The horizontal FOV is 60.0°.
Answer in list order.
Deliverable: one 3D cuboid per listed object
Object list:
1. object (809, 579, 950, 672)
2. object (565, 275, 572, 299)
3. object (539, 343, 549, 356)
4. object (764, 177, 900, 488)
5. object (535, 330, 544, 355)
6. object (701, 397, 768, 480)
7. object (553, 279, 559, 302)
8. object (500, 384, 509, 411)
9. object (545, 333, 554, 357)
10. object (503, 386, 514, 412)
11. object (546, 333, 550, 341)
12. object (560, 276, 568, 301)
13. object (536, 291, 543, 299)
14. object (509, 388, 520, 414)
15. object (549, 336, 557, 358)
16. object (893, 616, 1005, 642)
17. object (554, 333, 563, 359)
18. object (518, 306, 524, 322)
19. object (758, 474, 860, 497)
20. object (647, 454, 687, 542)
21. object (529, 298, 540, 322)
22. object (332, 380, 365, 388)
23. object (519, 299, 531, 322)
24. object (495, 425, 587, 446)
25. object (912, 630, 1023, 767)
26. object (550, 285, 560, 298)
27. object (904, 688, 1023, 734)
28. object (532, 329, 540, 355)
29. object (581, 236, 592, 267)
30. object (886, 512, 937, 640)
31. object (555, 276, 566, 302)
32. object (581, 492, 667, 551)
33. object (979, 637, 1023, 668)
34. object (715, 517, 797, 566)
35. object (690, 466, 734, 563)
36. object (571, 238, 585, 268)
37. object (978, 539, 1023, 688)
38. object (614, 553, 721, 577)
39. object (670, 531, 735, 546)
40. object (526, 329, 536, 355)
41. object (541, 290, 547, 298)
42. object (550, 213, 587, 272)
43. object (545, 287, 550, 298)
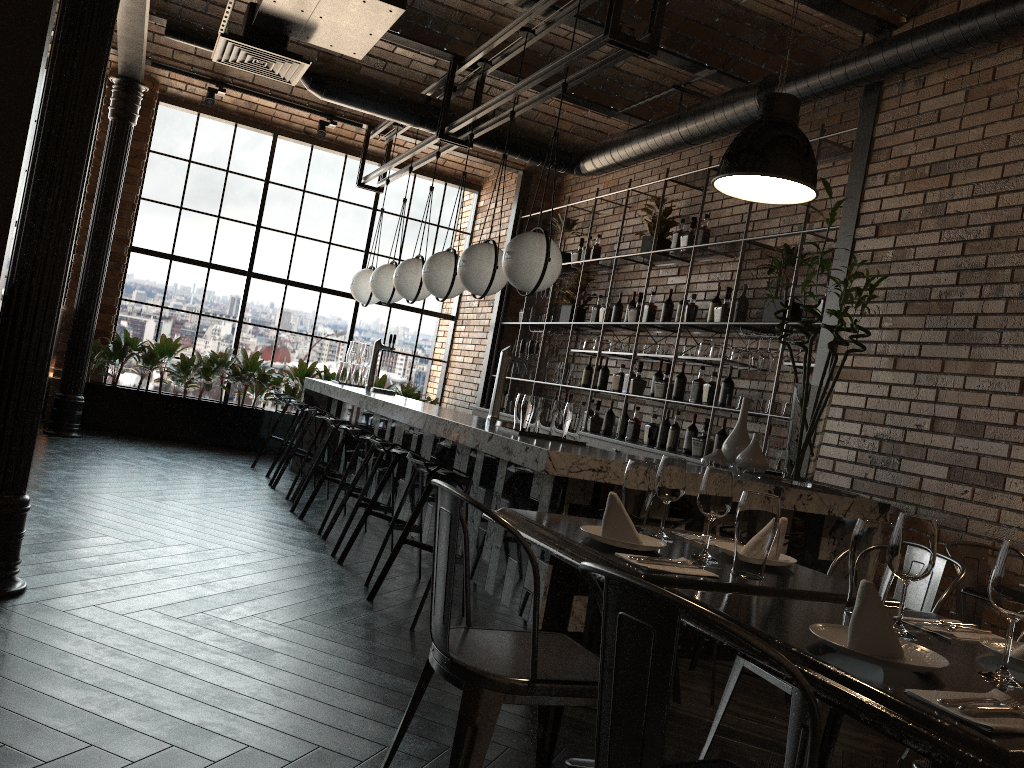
[{"bbox_3d":[0.657,0.419,1.574,0.232,0.139,0.232,11,-1,-30],"label":"object"},{"bbox_3d":[0.571,-0.936,8.689,0.092,0.244,0.092,11,-1,-18],"label":"object"},{"bbox_3d":[0.319,-0.401,8.615,0.092,0.244,0.092,11,-1,-18],"label":"object"},{"bbox_3d":[1.592,-0.241,4.579,0.673,1.546,0.584,10,-1,15],"label":"object"},{"bbox_3d":[0.278,-0.408,8.710,0.092,0.244,0.092,11,-1,-18],"label":"object"},{"bbox_3d":[1.152,0.264,4.442,0.319,0.397,0.316,10,-1,25],"label":"object"},{"bbox_3d":[0.446,-0.956,8.975,0.092,0.244,0.092,11,-1,-18],"label":"object"},{"bbox_3d":[-0.074,0.145,9.501,0.086,0.299,0.086,10,-1,25],"label":"object"},{"bbox_3d":[0.386,-0.386,8.867,0.092,0.244,0.092,11,-1,-18],"label":"object"},{"bbox_3d":[-0.026,0.151,9.313,0.086,0.297,0.086,10,-1,10],"label":"object"},{"bbox_3d":[0.342,-0.393,8.968,0.092,0.244,0.092,11,-1,-18],"label":"object"},{"bbox_3d":[0.530,-0.943,8.783,0.092,0.244,0.092,11,-1,-18],"label":"object"},{"bbox_3d":[0.298,-0.984,8.908,0.092,0.244,0.092,11,-1,-18],"label":"object"},{"bbox_3d":[0.045,0.173,9.174,0.123,0.279,0.123,11,-1,-10],"label":"object"},{"bbox_3d":[0.426,-0.380,8.777,0.092,0.244,0.092,11,-1,-18],"label":"object"},{"bbox_3d":[0.959,0.534,1.952,0.255,0.019,0.157,11,-1,-23],"label":"object"},{"bbox_3d":[0.467,-0.373,8.682,0.092,0.244,0.092,11,-1,-18],"label":"object"},{"bbox_3d":[0.131,-0.768,9.490,0.086,0.298,0.086,10,-1,25],"label":"object"},{"bbox_3d":[1.473,0.518,4.593,0.622,0.014,0.622,10,-1,39],"label":"object"},{"bbox_3d":[0.459,0.335,2.616,0.092,0.244,0.092,10,-1,38],"label":"object"},{"bbox_3d":[0.240,-0.752,9.174,0.086,0.299,0.086,10,-1,25],"label":"object"},{"bbox_3d":[-1.493,0.014,8.474,0.437,0.019,0.273,11,-1,-24],"label":"object"},{"bbox_3d":[0.160,-0.754,9.309,0.123,0.279,0.123,11,-1,-35],"label":"object"},{"bbox_3d":[0.157,0.274,4.693,0.437,0.019,0.273,11,-1,-24],"label":"object"},{"bbox_3d":[1.158,0.914,1.881,0.558,0.857,0.504,11,-1,-24],"label":"object"},{"bbox_3d":[0.423,-0.964,8.622,0.092,0.244,0.092,11,-1,-18],"label":"object"},{"bbox_3d":[0.740,0.487,1.334,0.255,0.019,0.157,11,-1,-23],"label":"object"},{"bbox_3d":[0.238,-0.414,8.801,0.092,0.244,0.092,11,-1,-18],"label":"object"},{"bbox_3d":[0.712,-1.249,8.325,0.083,0.282,0.083,11,-1,-39],"label":"object"},{"bbox_3d":[0.809,0.390,1.814,0.092,0.244,0.092,10,-1,38],"label":"object"},{"bbox_3d":[0.490,-0.949,8.874,0.092,0.244,0.092,11,-1,-18],"label":"object"},{"bbox_3d":[0.306,0.364,2.376,0.232,0.139,0.232,11,-1,-30],"label":"object"},{"bbox_3d":[1.058,0.495,1.749,0.232,0.139,0.232,11,-1,-30],"label":"object"},{"bbox_3d":[0.708,0.440,2.551,0.232,0.139,0.232,11,-1,-30],"label":"object"},{"bbox_3d":[0.534,0.346,2.364,0.092,0.244,0.092,10,-1,38],"label":"object"},{"bbox_3d":[0.650,-1.256,8.470,0.123,0.279,0.123,11,-1,-35],"label":"object"},{"bbox_3d":[0.884,0.401,1.562,0.092,0.244,0.092,10,-1,38],"label":"object"},{"bbox_3d":[0.389,0.432,2.136,0.255,0.019,0.157,11,-1,-23],"label":"object"},{"bbox_3d":[0.608,0.479,2.754,0.255,0.019,0.157,11,-1,-23],"label":"object"},{"bbox_3d":[0.194,-0.421,8.901,0.092,0.244,0.092,11,-1,-18],"label":"object"},{"bbox_3d":[0.342,-0.977,8.807,0.092,0.244,0.092,11,-1,-18],"label":"object"},{"bbox_3d":[0.533,-1.413,8.857,0.422,0.554,0.377,11,-1,-36],"label":"object"},{"bbox_3d":[0.381,-0.971,8.717,0.092,0.244,0.092,11,-1,-18],"label":"object"}]
